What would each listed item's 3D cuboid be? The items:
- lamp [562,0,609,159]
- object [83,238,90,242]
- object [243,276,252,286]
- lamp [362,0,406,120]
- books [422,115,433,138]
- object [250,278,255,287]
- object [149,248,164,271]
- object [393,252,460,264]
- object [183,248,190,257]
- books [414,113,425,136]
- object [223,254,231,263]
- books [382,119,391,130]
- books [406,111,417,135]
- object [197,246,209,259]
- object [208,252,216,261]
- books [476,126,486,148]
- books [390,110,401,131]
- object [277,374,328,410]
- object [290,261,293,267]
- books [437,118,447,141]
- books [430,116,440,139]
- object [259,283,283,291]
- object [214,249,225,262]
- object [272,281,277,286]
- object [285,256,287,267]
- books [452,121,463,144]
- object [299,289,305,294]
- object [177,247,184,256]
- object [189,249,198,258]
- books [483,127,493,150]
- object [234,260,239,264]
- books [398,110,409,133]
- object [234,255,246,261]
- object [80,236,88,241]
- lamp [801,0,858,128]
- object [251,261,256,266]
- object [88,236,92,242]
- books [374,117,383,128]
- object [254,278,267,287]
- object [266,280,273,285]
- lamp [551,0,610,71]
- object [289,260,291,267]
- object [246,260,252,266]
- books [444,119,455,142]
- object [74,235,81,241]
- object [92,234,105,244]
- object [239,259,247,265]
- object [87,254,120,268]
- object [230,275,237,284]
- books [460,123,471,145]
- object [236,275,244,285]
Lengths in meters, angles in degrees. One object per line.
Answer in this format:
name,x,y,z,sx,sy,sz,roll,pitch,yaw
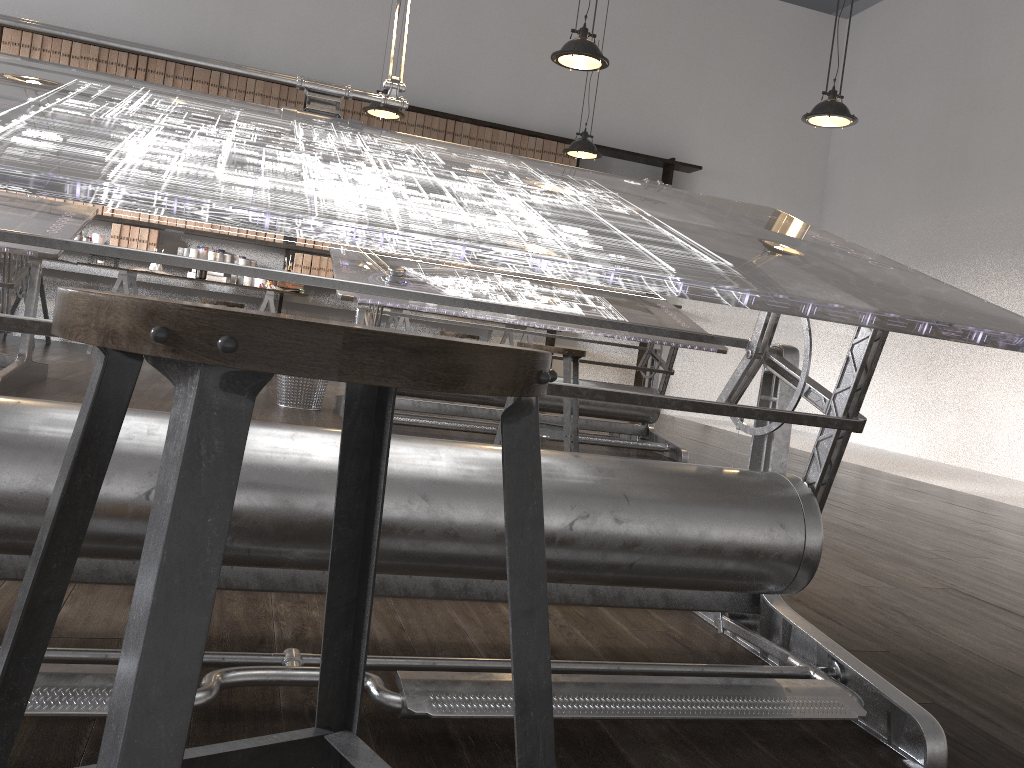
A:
lamp,0.694,-2.891,6.867,0.311,2.253,0.312,8,0,8
object,-3.426,-1.139,7.170,0.062,0.093,0.181,8,2,-3
object,-2.173,-0.847,7.270,0.062,0.094,0.061,8,1,33
lamp,-0.779,-3.069,6.416,0.311,2.253,0.312,8,0,8
books,-0.769,-2.265,7.891,0.067,0.226,0.175,8,1,-17
object,-2.139,-0.861,7.378,0.094,0.128,0.094,7,1,-21
object,-2.864,-0.988,7.144,0.102,0.209,0.101,8,0,28
object,-0.764,-0.884,7.684,0.642,0.518,0.205,7,0,-17
object,-2.697,-1.063,7.339,0.063,0.118,0.063,8,1,24
books,-0.838,-2.274,7.870,0.066,0.225,0.175,8,1,-17
object,-2.404,-1.030,7.459,0.062,0.119,0.061,8,1,41
books,-1.106,-2.306,7.790,0.067,0.226,0.175,8,1,-17
books,-0.907,-2.282,7.852,0.066,0.225,0.175,8,1,-17
object,-2.598,-1.071,7.421,0.094,0.162,0.094,7,1,-21
object,-2.496,-1.038,7.358,0.062,0.119,0.061,8,1,41
books,-0.306,-2.210,8.040,0.066,0.225,0.175,8,1,-17
books,-1.040,-2.298,7.814,0.066,0.225,0.175,8,1,-17
object,-1.145,-0.059,4.862,0.353,0.378,0.353,8,1,5
object,-1.853,-0.940,7.346,0.072,0.186,0.008,8,0,25
books,-0.649,-2.251,7.935,0.066,0.225,0.175,8,1,-17
books,-0.710,-2.259,7.914,0.066,0.225,0.175,8,1,-17
object,-1.934,-0.781,7.133,0.132,0.050,0.196,10,4,44
object,-2.479,-1.057,7.469,0.094,0.162,0.206,8,2,-16
object,-1.985,-0.818,7.340,0.060,0.089,0.059,8,1,-13
object,-1.870,-0.954,7.343,0.055,0.214,0.007,8,0,-10
books,-0.508,-2.234,7.978,0.066,0.225,0.175,8,1,-17
object,-1.728,-0.758,7.284,0.049,0.037,0.049,7,2,-14
object,-2.755,-1.073,7.372,0.062,0.119,0.061,8,1,24
object,-2.632,-1.054,7.313,0.062,0.119,0.061,8,1,33
books,-0.240,-2.202,8.053,0.067,0.226,0.175,8,1,-17
object,-2.324,-1.000,7.483,0.053,0.081,0.054,7,1,-27
books,-0.975,-2.291,7.836,0.066,0.225,0.175,8,1,-17
object,-2.331,-1.029,7.569,0.093,0.130,0.095,7,1,-30
object,-3.471,-1.149,7.174,0.063,0.093,0.062,8,1,35
lamp,1.981,-2.630,5.110,0.310,2.253,0.314,8,0,-37
object,-2.222,-1.000,7.553,0.062,0.096,0.062,8,1,15
object,-3.414,-1.142,7.169,0.045,0.101,0.044,8,0,-14
books,-1.175,-2.315,7.770,0.066,0.225,0.175,8,1,-17
object,-2.062,-0.852,7.289,0.105,0.142,0.104,8,1,-9
object,-1.990,-0.827,7.271,0.049,0.112,0.049,8,0,-14
lamp,0.508,-2.807,4.659,0.311,2.253,0.312,8,0,8
object,-1.852,-0.936,7.339,0.005,0.180,0.021,8,0,2
object,-2.238,-0.998,7.485,0.063,0.095,0.062,8,1,15
books,-0.577,-2.243,7.951,0.067,0.226,0.175,8,1,-17
object,-3.567,-1.250,7.124,0.181,0.272,0.157,7,1,-33
object,-3.345,-1.144,7.154,0.095,0.128,0.094,8,1,-10
object,-2.260,-0.999,7.422,0.062,0.096,0.062,8,1,15
object,-3.184,-0.996,6.918,0.203,0.161,0.285,7,2,-17
object,-2.296,-0.867,7.329,0.062,0.094,0.061,8,1,24
books,-0.439,-2.226,7.994,0.066,0.225,0.175,8,1,-17
object,-2.238,-0.857,7.296,0.063,0.093,0.063,8,1,24
